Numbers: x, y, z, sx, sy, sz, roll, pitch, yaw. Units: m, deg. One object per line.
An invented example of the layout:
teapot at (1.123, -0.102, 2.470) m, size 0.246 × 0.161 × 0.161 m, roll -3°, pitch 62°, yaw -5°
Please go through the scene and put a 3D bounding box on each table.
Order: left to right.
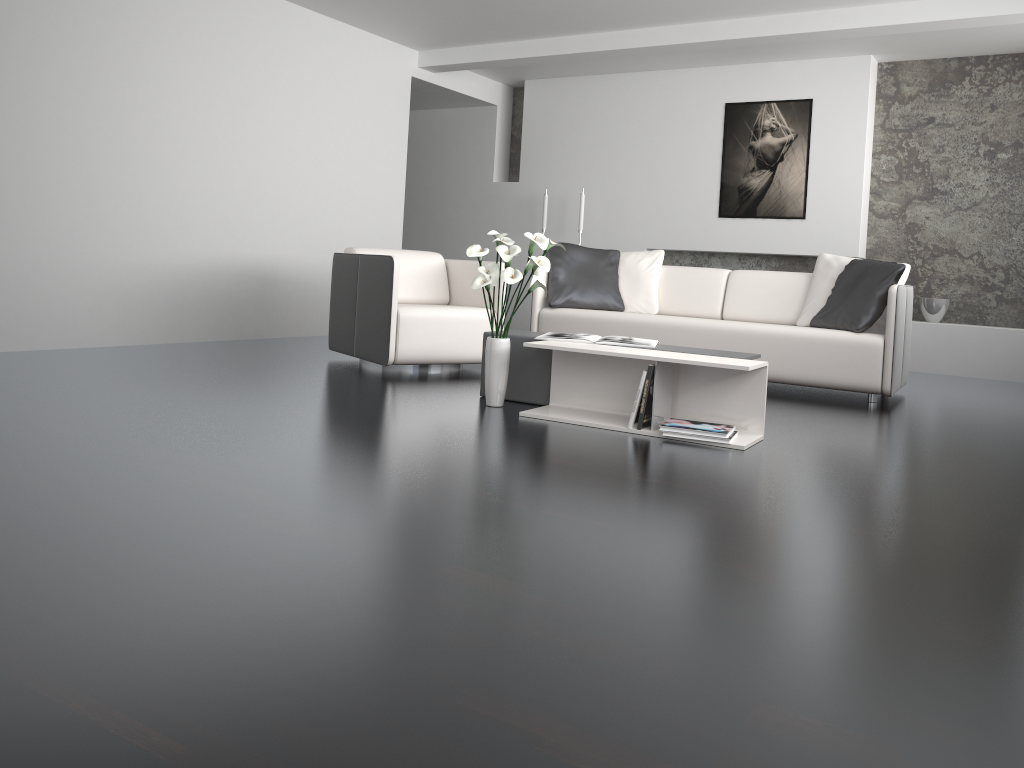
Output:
table at (0.471, -0.035, 4.067) m, size 1.264 × 0.313 × 0.299 m, roll 7°, pitch 6°, yaw 30°
table at (0.533, 0.023, 3.665) m, size 0.973 × 0.313 × 0.299 m, roll 7°, pitch 5°, yaw 29°

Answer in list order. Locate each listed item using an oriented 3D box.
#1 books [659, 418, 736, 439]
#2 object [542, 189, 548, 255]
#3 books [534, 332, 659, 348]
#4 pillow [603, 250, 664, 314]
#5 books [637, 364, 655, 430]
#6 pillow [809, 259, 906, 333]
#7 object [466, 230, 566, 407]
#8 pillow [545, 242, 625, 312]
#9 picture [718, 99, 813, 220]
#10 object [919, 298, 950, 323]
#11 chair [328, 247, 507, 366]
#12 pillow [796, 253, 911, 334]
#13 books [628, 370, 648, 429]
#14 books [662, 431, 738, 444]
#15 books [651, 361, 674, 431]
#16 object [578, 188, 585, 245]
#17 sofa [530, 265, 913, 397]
books at (0.737, 0.174, 3.494) m, size 0.264 × 0.017 × 0.228 m, roll 6°, pitch 8°, yaw 22°
object at (0.288, -1.167, 8.419) m, size 0.181 × 1.391 × 0.180 m, roll 4°, pitch 1°, yaw 32°
books at (0.404, -0.210, 4.109) m, size 0.549 × 0.017 × 0.360 m, roll 5°, pitch 8°, yaw 12°
pillow at (0.764, -0.700, 6.115) m, size 0.586 × 0.498 × 0.324 m, roll 5°, pitch 3°, yaw 21°
books at (0.583, 0.044, 3.599) m, size 0.050 × 0.262 × 0.234 m, roll 4°, pitch 4°, yaw 29°
pillow at (2.026, -0.515, 5.112) m, size 0.333 × 0.434 × 0.556 m, roll 3°, pitch 5°, yaw -13°
object at (-0.001, -0.283, 3.911) m, size 0.378 × 0.794 × 0.448 m, roll 4°, pitch 3°, yaw 15°
pillow at (0.497, -0.727, 5.961) m, size 0.564 × 0.448 × 0.279 m, roll 2°, pitch 3°, yaw -14°
picture at (2.153, -1.912, 7.509) m, size 0.749 × 1.001 × 0.004 m, roll 5°, pitch 2°, yaw 32°
object at (3.310, -0.577, 6.913) m, size 0.216 × 0.189 × 0.216 m, roll 6°, pitch 5°, yaw 26°
chair at (-0.601, -0.493, 5.402) m, size 0.766 × 0.658 × 0.927 m, roll 0°, pitch 6°, yaw -34°
pillow at (2.081, -0.544, 5.382) m, size 0.591 × 0.505 × 0.299 m, roll 7°, pitch 4°, yaw 36°
books at (0.555, 0.053, 3.612) m, size 0.070 × 0.237 × 0.227 m, roll 4°, pitch 4°, yaw 30°
books at (0.743, 0.194, 3.470) m, size 0.264 × 0.017 × 0.214 m, roll 6°, pitch 8°, yaw 22°
books at (0.618, 0.036, 3.601) m, size 0.007 × 0.283 × 0.205 m, roll 4°, pitch 3°, yaw 29°
object at (0.613, -1.105, 8.095) m, size 0.181 × 1.391 × 0.180 m, roll 4°, pitch 1°, yaw 32°
sofa at (1.319, -0.420, 5.681) m, size 2.250 × 0.658 × 0.921 m, roll 7°, pitch 7°, yaw 29°
